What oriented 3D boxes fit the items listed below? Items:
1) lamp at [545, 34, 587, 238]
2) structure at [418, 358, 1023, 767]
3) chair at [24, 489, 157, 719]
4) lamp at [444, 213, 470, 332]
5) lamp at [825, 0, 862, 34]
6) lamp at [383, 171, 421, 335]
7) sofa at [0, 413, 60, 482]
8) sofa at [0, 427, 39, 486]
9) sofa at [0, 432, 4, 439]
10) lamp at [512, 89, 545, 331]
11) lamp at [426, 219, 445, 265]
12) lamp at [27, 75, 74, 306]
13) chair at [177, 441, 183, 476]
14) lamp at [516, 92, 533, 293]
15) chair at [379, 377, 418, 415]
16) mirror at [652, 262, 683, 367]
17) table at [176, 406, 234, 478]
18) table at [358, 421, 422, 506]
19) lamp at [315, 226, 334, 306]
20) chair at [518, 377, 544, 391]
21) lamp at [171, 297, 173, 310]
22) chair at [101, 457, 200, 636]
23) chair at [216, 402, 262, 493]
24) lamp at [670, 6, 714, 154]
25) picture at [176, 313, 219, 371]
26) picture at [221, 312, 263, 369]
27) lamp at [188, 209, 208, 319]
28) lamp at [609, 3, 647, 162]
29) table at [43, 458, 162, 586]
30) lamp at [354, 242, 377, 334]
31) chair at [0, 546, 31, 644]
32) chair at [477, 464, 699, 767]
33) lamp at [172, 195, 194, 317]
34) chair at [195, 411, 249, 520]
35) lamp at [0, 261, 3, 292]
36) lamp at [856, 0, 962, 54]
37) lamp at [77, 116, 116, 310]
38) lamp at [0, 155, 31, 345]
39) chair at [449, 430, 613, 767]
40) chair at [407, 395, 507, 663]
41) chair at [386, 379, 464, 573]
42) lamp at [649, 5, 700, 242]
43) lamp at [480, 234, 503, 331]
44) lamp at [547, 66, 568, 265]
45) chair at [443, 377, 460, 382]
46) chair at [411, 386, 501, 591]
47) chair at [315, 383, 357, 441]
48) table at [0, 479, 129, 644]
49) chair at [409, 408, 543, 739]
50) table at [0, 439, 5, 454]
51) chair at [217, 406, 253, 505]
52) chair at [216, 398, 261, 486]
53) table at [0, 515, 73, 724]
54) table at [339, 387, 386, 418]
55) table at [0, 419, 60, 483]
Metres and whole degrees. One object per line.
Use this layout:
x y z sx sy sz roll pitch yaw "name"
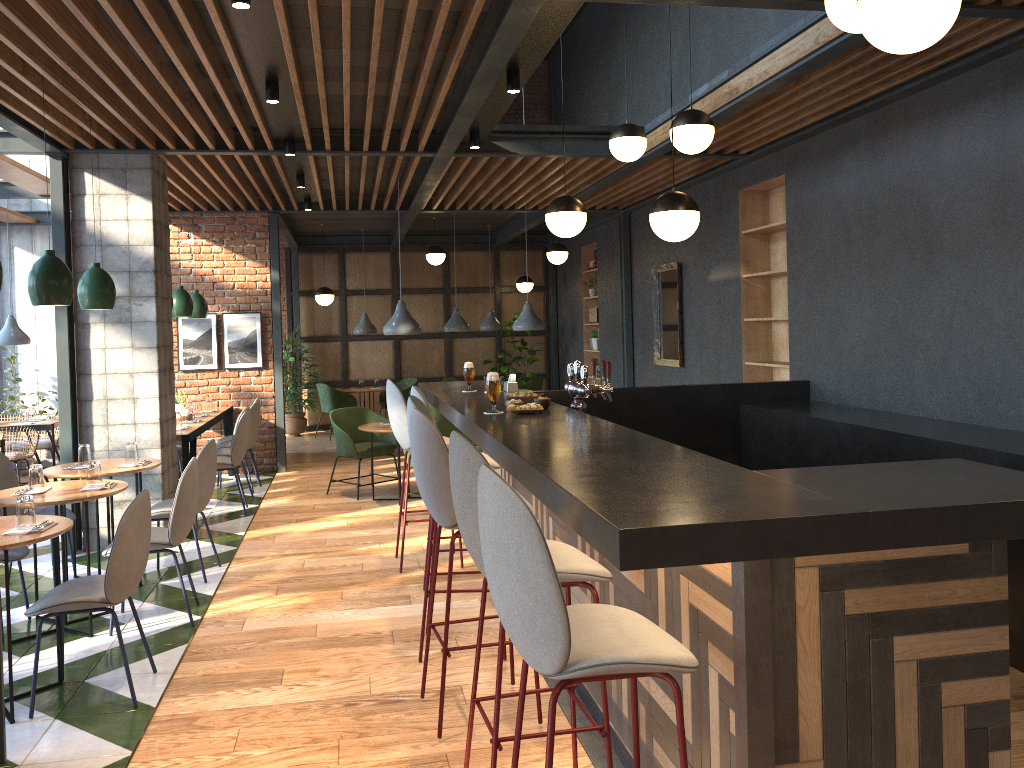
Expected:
0.298 -2.836 5.675 0.268 3.791 0.268 -2 1 -9 "lamp"
1.210 0.557 4.280 2.917 1.395 4.927 -2 4 -10 "structure"
-1.847 0.923 3.887 0.508 0.887 0.418 -2 1 -9 "chair"
-0.788 -2.933 11.666 0.353 4.486 0.353 -1 1 25 "lamp"
1.301 -3.258 3.397 0.268 3.791 0.268 -2 1 -5 "lamp"
-1.076 -2.697 8.139 0.353 4.486 0.353 -1 1 25 "lamp"
-5.469 0.721 9.806 1.092 0.732 0.471 -2 2 -10 "sofa"
-5.264 0.787 8.696 1.092 0.732 0.471 -2 2 -10 "sofa"
-5.119 0.834 7.912 1.092 0.732 0.471 -2 2 -10 "sofa"
0.118 -2.826 9.608 0.353 4.486 0.353 -1 1 25 "lamp"
-1.104 -3.534 12.203 0.268 3.791 0.268 -2 1 -31 "lamp"
-2.517 -1.433 4.771 0.224 2.020 0.224 -2 1 -7 "lamp"
-3.670 0.634 9.170 0.507 0.887 0.419 -2 1 -4 "chair"
0.151 -3.320 13.846 0.268 3.791 0.268 -1 1 33 "lamp"
-1.751 0.323 13.687 0.515 0.818 0.638 -3 2 -35 "chair"
1.668 -0.739 9.491 0.061 1.085 0.769 -2 2 -10 "mirror"
-3.181 0.724 8.502 0.658 0.764 2.776 -2 4 -10 "table"
-1.002 0.722 8.181 0.807 0.686 0.809 -1 3 20 "table"
-2.718 -3.007 12.582 0.268 3.791 0.268 -1 1 33 "lamp"
0.187 0.306 13.101 0.515 0.818 0.639 -1 2 26 "chair"
-3.025 -1.596 7.517 0.224 2.020 0.224 -2 1 -7 "lamp"
-1.988 0.862 4.892 0.508 0.887 0.418 -2 1 -14 "chair"
-2.783 0.628 8.871 0.507 0.887 0.419 -2 1 -4 "chair"
1.050 -3.300 5.385 0.268 3.791 0.268 -1 1 44 "lamp"
-3.491 -0.467 9.834 0.430 0.631 0.015 -2 1 -10 "picture"
-3.019 -0.486 9.921 0.430 0.631 0.015 -2 1 -10 "picture"
-3.371 -1.707 9.389 0.224 2.020 0.224 -2 1 -7 "lamp"
0.773 -3.470 6.254 0.268 3.791 0.268 -2 1 -5 "lamp"
-2.612 0.899 5.688 0.699 0.746 0.700 -2 2 0 "table"
-2.267 -2.996 13.297 0.353 4.486 0.353 -1 1 25 "lamp"
-2.873 0.898 4.733 0.508 0.887 0.418 -2 1 -9 "chair"
0.186 0.801 2.133 0.508 1.242 0.418 -2 1 -11 "chair"
-3.209 -1.655 8.513 0.224 2.020 0.224 -2 1 -7 "lamp"
-2.555 0.694 7.746 0.508 0.887 0.418 -2 1 -14 "chair"
-2.333 -1.374 3.776 0.224 2.020 0.224 -2 1 -7 "lamp"
1.050 -2.817 2.432 0.268 3.791 0.268 -2 1 -1 "lamp"
-2.679 -1.485 5.648 0.224 2.020 0.224 -2 1 -7 "lamp"
-5.352 -2.654 9.333 0.353 4.486 0.353 -1 1 25 "lamp"
0.066 0.758 2.856 0.508 1.242 0.418 -2 1 -13 "chair"
-0.244 0.670 4.353 0.507 1.242 0.418 -2 1 1 "chair"
-0.570 0.578 5.929 0.508 1.242 0.418 -2 1 -10 "chair"
0.823 -2.657 4.728 0.268 3.791 0.268 -2 1 -20 "lamp"
-0.374 -3.049 13.282 0.353 4.486 0.353 -1 1 25 "lamp"
0.518 -3.387 11.038 0.268 3.791 0.268 -2 1 -39 "lamp"
-0.746 0.304 13.538 0.515 0.818 0.639 -1 2 21 "chair"
-0.317 0.622 5.134 0.507 1.242 0.418 -2 1 -5 "chair"
-2.578 0.386 13.072 0.515 0.818 0.638 -3 2 -35 "chair"
-2.450 0.951 4.811 0.699 0.746 0.700 0 3 32 "table"
-0.145 0.705 3.594 0.508 1.242 0.418 -2 1 -14 "chair"
-5.016 0.879 7.359 1.272 0.705 0.659 -2 2 -10 "table"
-2.701 0.663 8.303 0.507 0.887 0.419 -2 1 -4 "chair"
-2.922 0.598 9.402 0.508 0.887 0.418 -2 1 -14 "chair"
-2.266 1.010 3.815 0.699 0.746 0.700 0 3 36 "table"
-2.183 0.421 13.370 0.807 0.686 0.809 0 3 29 "table"
-5.366 0.767 9.249 1.272 0.705 0.659 -2 2 -10 "table"
